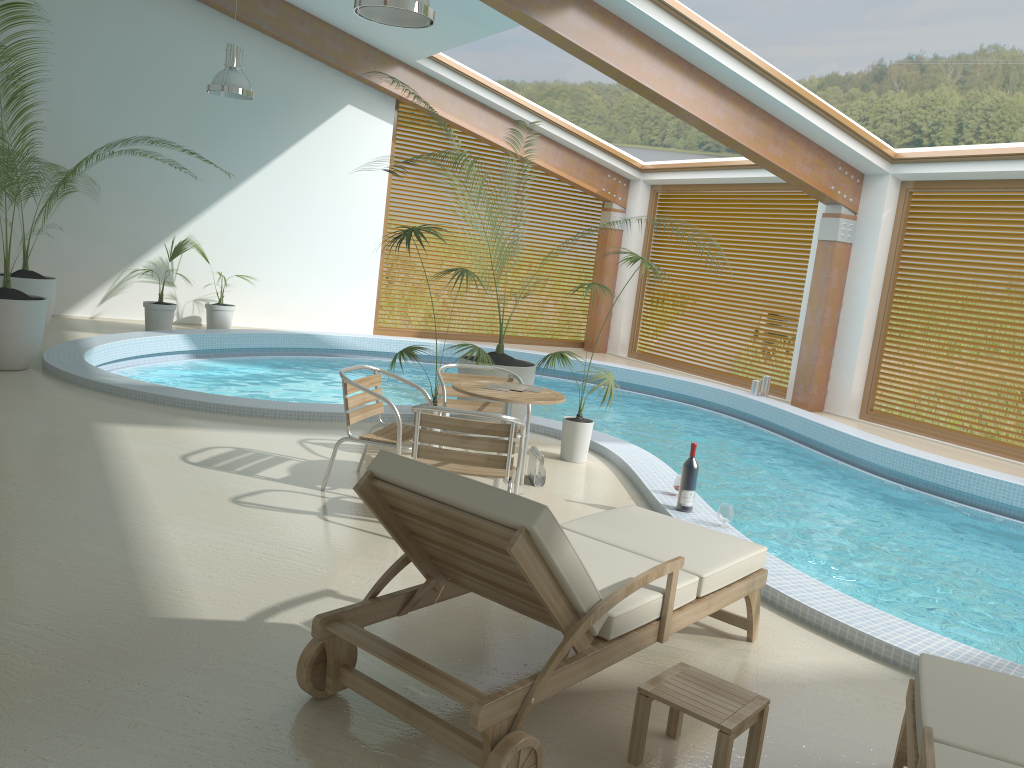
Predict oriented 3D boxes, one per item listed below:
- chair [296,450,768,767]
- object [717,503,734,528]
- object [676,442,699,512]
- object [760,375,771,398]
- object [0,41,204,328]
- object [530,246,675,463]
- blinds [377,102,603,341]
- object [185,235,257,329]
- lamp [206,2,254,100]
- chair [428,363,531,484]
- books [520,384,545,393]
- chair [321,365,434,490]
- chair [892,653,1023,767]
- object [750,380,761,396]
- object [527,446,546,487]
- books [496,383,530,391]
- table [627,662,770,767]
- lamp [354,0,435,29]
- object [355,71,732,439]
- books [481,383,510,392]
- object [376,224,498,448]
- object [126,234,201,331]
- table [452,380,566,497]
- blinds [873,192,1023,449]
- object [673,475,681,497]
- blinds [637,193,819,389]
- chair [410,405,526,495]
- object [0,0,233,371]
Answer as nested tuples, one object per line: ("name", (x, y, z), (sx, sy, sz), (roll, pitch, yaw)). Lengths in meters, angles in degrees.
("chair", (0.253, 0.671, 3.329), (0.861, 0.866, 1.903), (13, 11, 38))
("object", (1.285, 0.792, 5.339), (0.102, 0.137, 0.102), (4, 9, -21))
("object", (1.115, 0.583, 5.583), (0.109, 0.435, 0.109), (8, 8, 5))
("object", (3.477, 0.050, 12.169), (0.115, 0.320, 0.115), (10, 9, 19))
("object", (-5.357, -2.065, 10.073), (2.979, 2.960, 2.729), (14, 11, 40))
("object", (0.673, -0.223, 6.917), (0.791, 1.695, 1.059), (-1, 11, -42))
("blinds", (-0.309, -2.769, 15.228), (4.500, 4.025, 0.099), (2, 9, -29))
("object", (-4.028, -1.382, 12.281), (1.067, 1.310, 0.822), (4, 9, -18))
("lamp", (-3.041, -4.195, 9.789), (0.506, 1.958, 0.505), (2, 9, -29))
("chair", (-0.232, 0.267, 6.135), (0.618, 0.727, 0.563), (4, 9, -17))
("books", (0.111, 0.026, 5.612), (0.166, 0.004, 0.241), (9, 8, 11))
("chair", (-0.783, 0.289, 5.523), (0.563, 0.727, 0.618), (9, 8, 12))
("chair", (1.276, 1.003, 1.902), (0.861, 0.866, 1.903), (10, 9, 22))
("object", (3.258, 0.047, 11.856), (0.115, 0.204, 0.115), (8, 8, 11))
("object", (0.178, 0.572, 6.186), (0.081, 0.223, 0.272), (6, 8, -10))
("books", (0.010, 0.018, 5.554), (0.166, 0.004, 0.241), (9, 8, 11))
("table", (0.591, 1.098, 2.811), (0.320, 0.255, 0.283), (13, 11, 38))
("lamp", (-0.624, -3.266, 5.434), (0.506, 1.958, 0.505), (2, 9, -29))
("object", (0.096, -0.989, 7.238), (2.979, 2.960, 2.729), (5, 8, -12))
("books", (-0.082, 0.019, 5.502), (0.166, 0.004, 0.241), (9, 8, 11))
("object", (-0.590, -0.337, 6.647), (1.059, 1.695, 0.791), (8, 8, 6))
("object", (-4.478, -1.329, 11.540), (0.822, 1.310, 1.067), (8, 8, 10))
("table", (-0.060, 0.392, 5.493), (0.700, 0.720, 0.700), (5, 8, -10))
("blinds", (5.793, -0.635, 9.595), (0.095, 2.921, 4.200), (2, 9, -29))
("object", (1.134, 0.685, 5.954), (0.102, 0.137, 0.102), (4, 9, -21))
("blinds", (3.392, -1.558, 13.921), (0.095, 2.921, 4.200), (2, 9, -29))
("chair", (-0.264, 0.452, 4.837), (0.618, 0.727, 0.563), (7, 8, 3))
("object", (-4.389, -1.635, 7.931), (2.979, 2.960, 2.729), (11, 9, 25))
